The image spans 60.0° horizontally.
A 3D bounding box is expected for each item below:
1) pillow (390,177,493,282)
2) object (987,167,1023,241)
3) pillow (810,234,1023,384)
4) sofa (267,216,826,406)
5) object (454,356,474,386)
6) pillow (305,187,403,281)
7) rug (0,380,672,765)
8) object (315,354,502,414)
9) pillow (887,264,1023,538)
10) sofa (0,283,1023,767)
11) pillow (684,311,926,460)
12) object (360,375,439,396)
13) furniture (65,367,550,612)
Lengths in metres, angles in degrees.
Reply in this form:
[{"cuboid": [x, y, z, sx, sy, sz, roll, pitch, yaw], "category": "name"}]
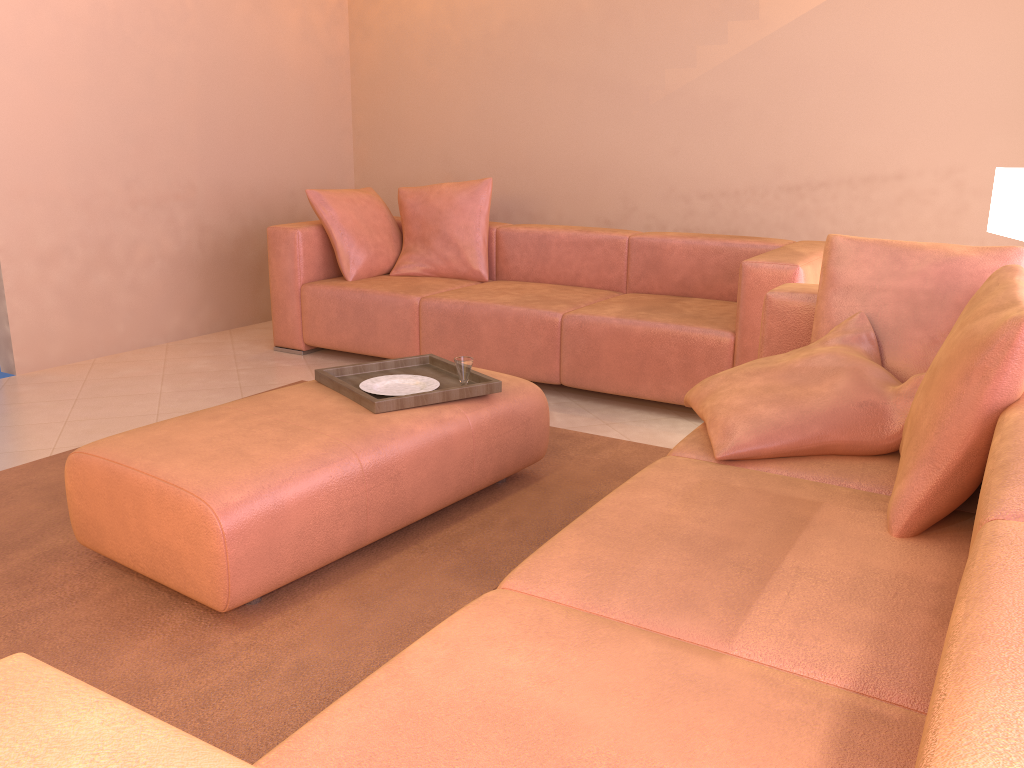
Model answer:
[{"cuboid": [-0.371, -0.835, 4.738, 0.582, 0.528, 0.302, 4, 15, 14], "category": "pillow"}, {"cuboid": [1.737, -0.332, 2.831, 0.344, 0.799, 0.344, 3, 15, 9], "category": "object"}, {"cuboid": [1.063, -0.147, 2.362, 0.519, 0.455, 0.314, 8, 17, 26], "category": "pillow"}, {"cuboid": [0.120, -0.414, 4.372, 2.781, 0.672, 0.943, 9, 17, 30], "category": "sofa"}, {"cuboid": [-0.146, -0.033, 2.696, 0.061, 0.091, 0.061, 5, 15, 15], "category": "object"}, {"cuboid": [-0.798, -0.808, 4.781, 0.335, 0.486, 0.554, 8, 17, 26], "category": "pillow"}, {"cuboid": [-0.868, 0.398, 2.595, 1.833, 0.005, 2.626, 9, 17, 30], "category": "rug"}, {"cuboid": [-0.326, -0.011, 2.732, 0.421, 0.034, 0.436, -9, 18, -33], "category": "object"}, {"cuboid": [0.866, 0.025, 1.697, 0.211, 0.468, 0.470, 8, 17, 25], "category": "pillow"}, {"cuboid": [0.553, 0.344, 1.550, 0.943, 0.672, 2.781, 9, 17, 30], "category": "sofa"}, {"cuboid": [0.714, -0.011, 2.201, 0.514, 0.292, 0.517, 0, 15, 0], "category": "pillow"}, {"cuboid": [-0.338, 0.010, 2.669, 0.240, 0.018, 0.240, -1, 15, -5], "category": "object"}, {"cuboid": [-0.516, 0.194, 2.603, 0.685, 0.301, 1.291, 11, 18, 34], "category": "furniture"}]
